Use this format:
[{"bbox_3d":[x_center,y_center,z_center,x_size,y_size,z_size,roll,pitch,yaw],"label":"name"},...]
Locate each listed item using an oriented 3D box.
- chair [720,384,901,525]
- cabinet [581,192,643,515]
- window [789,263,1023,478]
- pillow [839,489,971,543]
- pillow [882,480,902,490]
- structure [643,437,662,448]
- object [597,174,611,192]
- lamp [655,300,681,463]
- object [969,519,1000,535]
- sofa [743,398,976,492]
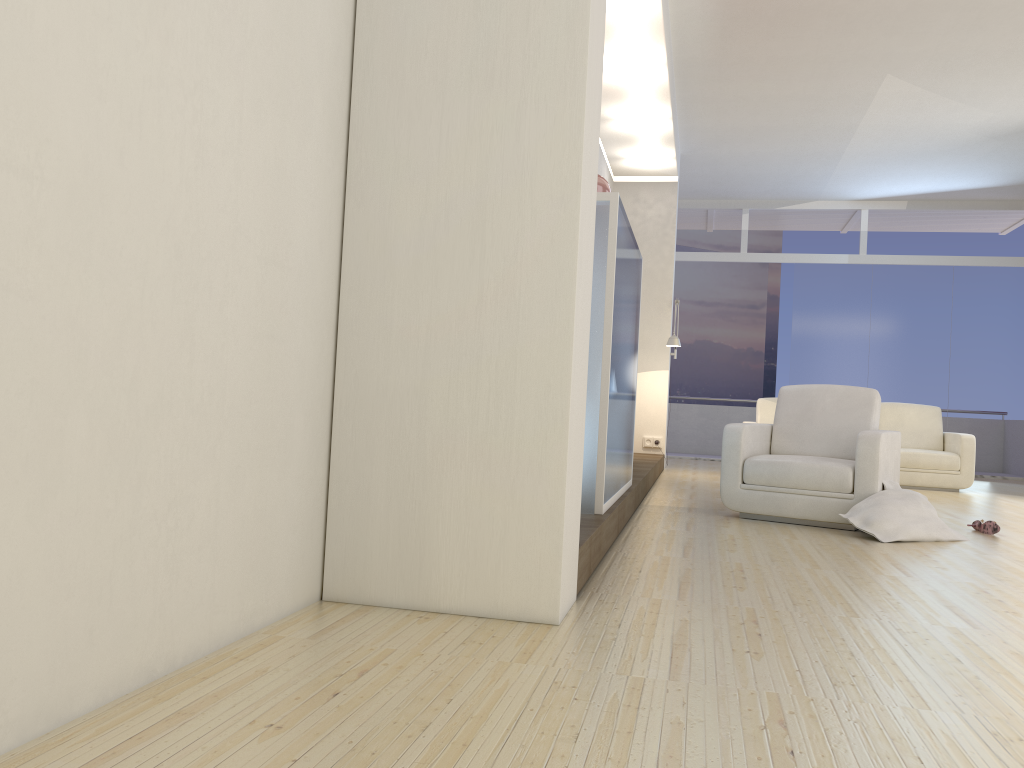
[{"bbox_3d":[1.917,0.402,5.601,0.919,0.828,0.941,2,-2,32],"label":"chair"},{"bbox_3d":[0.262,-0.121,4.709,0.689,1.396,1.670,3,-1,12],"label":"cabinet"},{"bbox_3d":[5.221,-0.220,11.672,2.988,2.706,0.012,3,-1,12],"label":"window"},{"bbox_3d":[2.167,0.732,4.882,0.712,0.287,0.299,4,-2,-25],"label":"pillow"},{"bbox_3d":[2.304,0.712,5.140,0.312,0.315,0.615,2,-2,39],"label":"pillow"},{"bbox_3d":[1.545,0.641,9.739,0.206,0.114,0.028,3,-1,12],"label":"structure"},{"bbox_3d":[0.217,-0.934,4.331,0.534,0.206,0.546,3,-1,-1],"label":"object"},{"bbox_3d":[1.674,-0.032,9.509,0.204,1.841,0.891,3,-1,8],"label":"lamp"},{"bbox_3d":[2.819,0.853,5.329,0.121,0.091,0.287,3,-1,11],"label":"object"},{"bbox_3d":[3.514,0.593,9.222,2.166,0.862,0.941,3,-1,12],"label":"sofa"}]
